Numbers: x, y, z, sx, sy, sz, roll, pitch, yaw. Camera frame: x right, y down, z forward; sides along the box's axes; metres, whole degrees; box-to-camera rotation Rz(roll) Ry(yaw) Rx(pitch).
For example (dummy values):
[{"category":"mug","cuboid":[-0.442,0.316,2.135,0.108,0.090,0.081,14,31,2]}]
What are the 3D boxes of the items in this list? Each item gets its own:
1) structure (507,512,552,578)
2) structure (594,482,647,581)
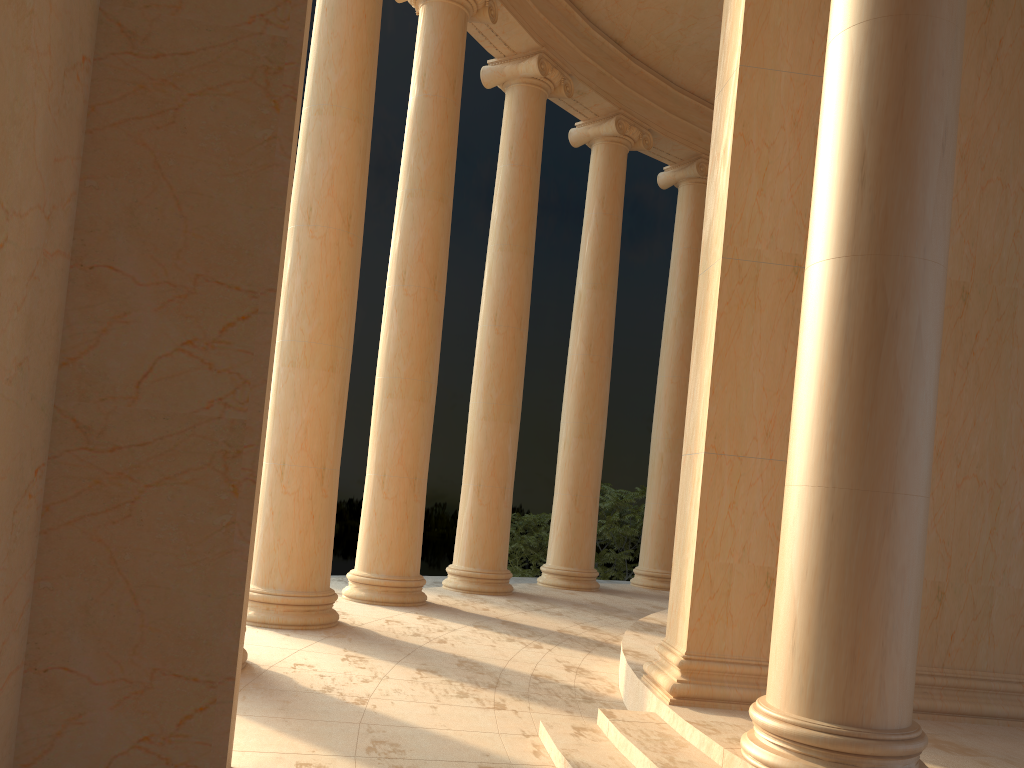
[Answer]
[{"category":"structure","cuboid":[10.695,311.396,1520.395,149.065,187.737,156.436,5,-4,7]},{"category":"structure","cuboid":[198.374,327.413,1609.168,247.242,298.553,238.474,6,-4,-2]}]
